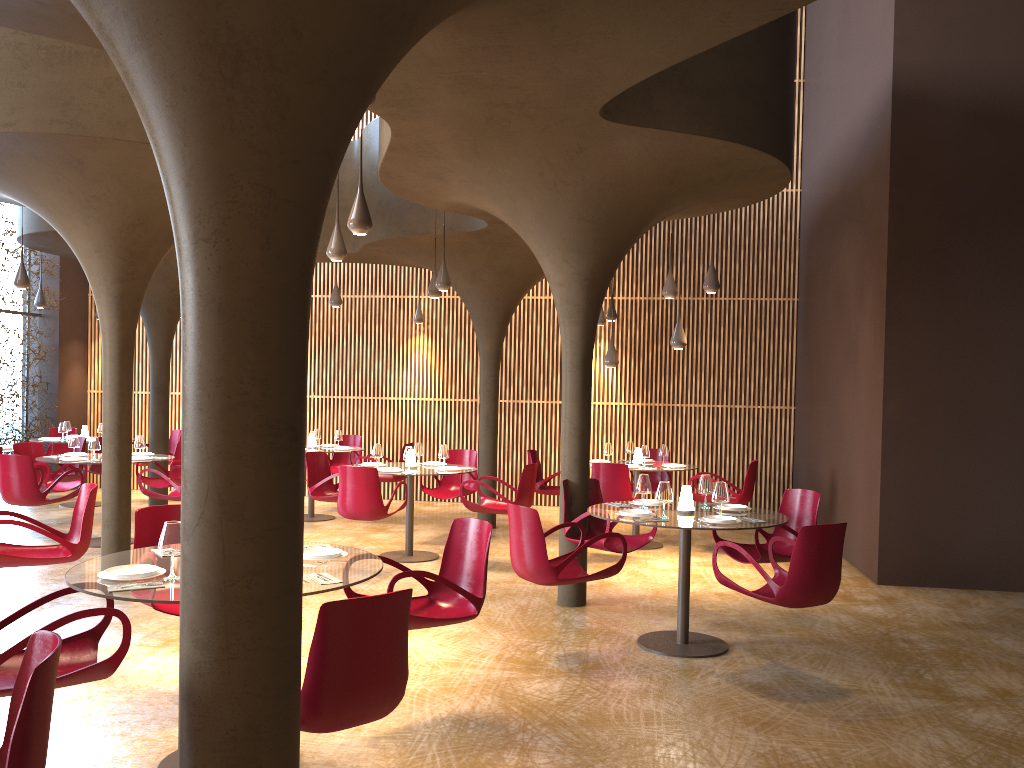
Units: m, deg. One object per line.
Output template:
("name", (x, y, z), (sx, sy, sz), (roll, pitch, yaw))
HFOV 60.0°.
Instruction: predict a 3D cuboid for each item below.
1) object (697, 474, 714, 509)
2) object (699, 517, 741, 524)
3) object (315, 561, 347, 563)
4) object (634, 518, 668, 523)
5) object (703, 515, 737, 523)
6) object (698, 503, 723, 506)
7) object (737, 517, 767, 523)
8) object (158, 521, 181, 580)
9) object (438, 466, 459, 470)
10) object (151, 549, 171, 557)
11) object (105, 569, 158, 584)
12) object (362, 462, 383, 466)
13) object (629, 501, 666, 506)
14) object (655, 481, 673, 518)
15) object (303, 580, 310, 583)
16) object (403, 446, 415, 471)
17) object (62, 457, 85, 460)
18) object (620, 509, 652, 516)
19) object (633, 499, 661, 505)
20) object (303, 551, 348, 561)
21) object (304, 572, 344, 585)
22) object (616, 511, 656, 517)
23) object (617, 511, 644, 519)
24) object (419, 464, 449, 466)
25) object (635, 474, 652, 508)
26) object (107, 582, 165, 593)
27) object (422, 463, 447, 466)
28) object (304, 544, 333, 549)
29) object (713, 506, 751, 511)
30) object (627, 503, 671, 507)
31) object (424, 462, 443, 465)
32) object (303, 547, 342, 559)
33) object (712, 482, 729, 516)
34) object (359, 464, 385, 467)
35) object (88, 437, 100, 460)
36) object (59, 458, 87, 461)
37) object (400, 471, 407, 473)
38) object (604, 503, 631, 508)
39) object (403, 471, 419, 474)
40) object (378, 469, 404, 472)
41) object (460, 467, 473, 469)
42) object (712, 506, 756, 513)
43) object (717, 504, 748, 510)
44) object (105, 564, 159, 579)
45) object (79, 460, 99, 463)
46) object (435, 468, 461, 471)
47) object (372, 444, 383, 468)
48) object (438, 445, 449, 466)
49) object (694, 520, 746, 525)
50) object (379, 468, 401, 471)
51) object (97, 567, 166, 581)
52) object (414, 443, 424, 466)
("object", (1.719, 0.954, 7.871), (0.142, 0.295, 0.142), (2, 1, 21))
("object", (1.647, 1.084, 7.028), (0.332, 0.014, 0.331), (1, 0, -9))
("object", (-1.136, 1.016, 5.247), (0.204, 0.012, 0.410), (1, 0, -31))
("object", (1.099, 1.080, 7.002), (0.262, 0.017, 0.126), (1, 0, -19))
("object", (1.647, 1.075, 7.028), (0.263, 0.029, 0.263), (1, 0, -6))
("object", (1.835, 1.102, 8.082), (0.262, 0.017, 0.126), (1, 0, -23))
("object", (1.921, 1.098, 7.157), (0.126, 0.017, 0.262), (1, 0, -29))
("object", (-1.755, 0.861, 4.584), (0.142, 0.295, 0.142), (1, 1, 3))
("object", (-0.791, 1.045, 10.978), (0.263, 0.029, 0.263), (1, 0, 16))
("object", (-2.052, 1.002, 5.273), (0.126, 0.017, 0.262), (1, 0, -36))
("object", (-1.989, 0.994, 4.640), (0.204, 0.012, 0.410), (1, 0, -34))
("object", (-1.780, 1.026, 11.319), (0.263, 0.029, 0.263), (1, 0, 15))
("object", (1.225, 1.081, 8.016), (0.332, 0.014, 0.331), (1, 0, -8))
("object", (1.235, 0.939, 7.198), (0.142, 0.295, 0.142), (1, 1, 14))
("object", (-1.257, 1.009, 4.505), (0.411, 0.012, 0.204), (1, 0, -36))
("object", (-1.250, 0.907, 10.738), (0.142, 0.295, 0.142), (1, 1, 0))
("object", (-5.537, 0.946, 11.200), (0.263, 0.029, 0.263), (1, 0, 17))
("object", (1.018, 1.063, 7.293), (0.263, 0.029, 0.263), (1, 0, -35))
("object", (1.226, 1.071, 8.016), (0.263, 0.029, 0.263), (1, 0, 37))
("object", (-1.139, 1.015, 5.251), (0.332, 0.014, 0.332), (1, 0, 12))
("object", (-0.987, 1.022, 4.651), (0.126, 0.017, 0.262), (1, 0, -32))
("object", (1.018, 1.072, 7.293), (0.332, 0.014, 0.331), (1, 0, -6))
("object", (1.015, 1.074, 7.298), (0.204, 0.012, 0.410), (1, 0, -23))
("object", (-1.013, 1.055, 11.622), (0.410, 0.012, 0.204), (1, 0, 15))
("object", (1.156, 0.941, 7.792), (0.142, 0.295, 0.142), (2, 1, 42))
("object", (-1.851, 1.001, 4.366), (0.262, 0.017, 0.126), (1, 0, -30))
("object", (-1.018, 1.054, 11.622), (0.332, 0.014, 0.331), (1, 0, -10))
("object", (-1.256, 1.021, 5.530), (0.262, 0.017, 0.126), (1, 0, -26))
("object", (1.936, 1.095, 7.796), (0.331, 0.014, 0.332), (1, 0, 26))
("object", (1.229, 1.082, 8.019), (0.411, 0.012, 0.204), (1, 0, -29))
("object", (-1.017, 1.044, 11.622), (0.263, 0.029, 0.263), (1, 0, 10))
("object", (-1.138, 1.005, 5.251), (0.263, 0.029, 0.263), (1, 0, 6))
("object", (1.706, 0.950, 7.252), (0.142, 0.295, 0.142), (1, 1, -7))
("object", (-1.781, 1.036, 11.319), (0.331, 0.014, 0.332), (1, 0, 35))
("object", (-5.321, 0.823, 11.293), (0.142, 0.295, 0.142), (1, 1, 0))
("object", (-5.537, 0.955, 11.200), (0.332, 0.014, 0.332), (1, 0, 1))
("object", (-1.470, 1.040, 10.647), (0.410, 0.012, 0.204), (1, 0, 19))
("object", (0.943, 1.082, 7.908), (0.126, 0.017, 0.262), (1, 0, -24))
("object", (-1.196, 1.051, 10.510), (0.126, 0.017, 0.262), (1, 0, 23))
("object", (-1.466, 1.039, 10.645), (0.332, 0.014, 0.332), (1, 0, -2))
("object", (-0.630, 1.067, 11.234), (0.262, 0.017, 0.126), (1, 0, 29))
("object", (1.938, 1.096, 7.793), (0.204, 0.012, 0.410), (1, 0, -27))
("object", (1.936, 1.085, 7.796), (0.263, 0.029, 0.263), (1, 0, -32))
("object", (-1.986, 0.983, 4.636), (0.263, 0.029, 0.263), (1, 0, 44))
("object", (-5.267, 0.967, 11.064), (0.126, 0.017, 0.262), (1, 0, 23))
("object", (-0.791, 1.055, 10.978), (0.331, 0.014, 0.332), (1, 0, 42))
("object", (-1.688, 0.900, 11.101), (0.142, 0.295, 0.142), (0, 1, -44))
("object", (-0.864, 0.918, 11.196), (0.142, 0.295, 0.142), (1, 1, -17))
("object", (1.643, 1.085, 7.025), (0.411, 0.012, 0.204), (1, 0, -33))
("object", (-1.465, 1.029, 10.645), (0.263, 0.029, 0.263), (1, 0, 27))
("object", (-1.986, 0.993, 4.636), (0.332, 0.014, 0.332), (1, 0, 5))
("object", (-1.220, 0.912, 11.508), (0.142, 0.295, 0.142), (2, 1, 41))
